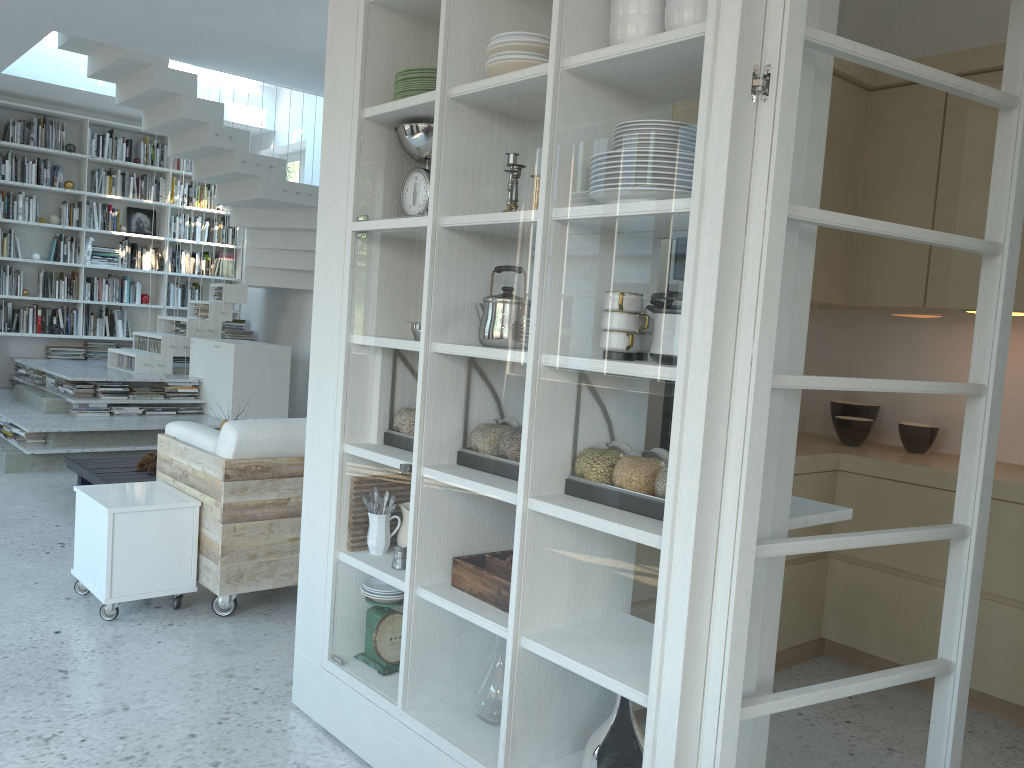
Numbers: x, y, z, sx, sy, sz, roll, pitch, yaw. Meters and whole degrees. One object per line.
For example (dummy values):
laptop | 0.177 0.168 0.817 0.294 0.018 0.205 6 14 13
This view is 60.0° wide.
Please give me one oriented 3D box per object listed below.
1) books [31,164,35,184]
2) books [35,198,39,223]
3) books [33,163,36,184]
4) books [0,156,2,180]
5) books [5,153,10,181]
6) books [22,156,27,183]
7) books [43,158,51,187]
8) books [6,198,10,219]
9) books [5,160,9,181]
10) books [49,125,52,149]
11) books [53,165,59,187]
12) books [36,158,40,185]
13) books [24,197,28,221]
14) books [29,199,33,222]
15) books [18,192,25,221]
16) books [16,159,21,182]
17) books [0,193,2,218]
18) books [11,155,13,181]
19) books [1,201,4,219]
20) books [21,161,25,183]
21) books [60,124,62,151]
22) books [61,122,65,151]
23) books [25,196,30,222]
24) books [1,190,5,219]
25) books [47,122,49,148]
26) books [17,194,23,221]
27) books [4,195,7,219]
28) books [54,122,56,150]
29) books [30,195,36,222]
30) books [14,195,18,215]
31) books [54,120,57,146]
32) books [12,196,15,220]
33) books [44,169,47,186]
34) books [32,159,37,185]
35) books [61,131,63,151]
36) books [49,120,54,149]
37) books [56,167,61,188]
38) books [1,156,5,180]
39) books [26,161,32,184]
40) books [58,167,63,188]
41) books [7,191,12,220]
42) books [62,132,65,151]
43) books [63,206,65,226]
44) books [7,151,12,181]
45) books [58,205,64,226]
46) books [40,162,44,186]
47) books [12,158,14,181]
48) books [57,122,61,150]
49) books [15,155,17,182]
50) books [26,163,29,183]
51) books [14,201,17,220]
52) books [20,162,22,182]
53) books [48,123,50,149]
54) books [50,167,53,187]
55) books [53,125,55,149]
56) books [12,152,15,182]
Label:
books | -4.802 -2.084 8.861 0.021 0.209 0.180 0 6 -41
books | -4.802 -1.743 8.945 0.034 0.254 0.160 0 6 -41
books | -4.799 -2.092 8.881 0.011 0.222 0.159 0 6 -41
books | -5.027 -2.105 8.700 0.012 0.240 0.138 0 6 -41
books | -4.973 -2.125 8.734 0.011 0.283 0.172 0 6 -41
books | -4.867 -2.125 8.837 0.013 0.284 0.154 0 6 -41
books | -4.697 -2.121 8.948 0.029 0.285 0.183 0 6 -41
books | -5.000 -1.727 8.771 0.026 0.216 0.161 0 6 -41
books | -4.979 -2.086 8.712 0.026 0.208 0.181 0 6 -41
books | -4.670 -2.472 8.946 0.024 0.252 0.149 0 6 -41
books | -4.646 -2.095 8.998 0.054 0.235 0.171 0 6 -41
books | -4.773 -2.124 8.917 0.012 0.285 0.159 0 6 -41
books | -4.874 -1.738 8.862 0.025 0.245 0.183 0 6 -41
books | -4.842 -1.732 8.898 0.021 0.232 0.182 0 6 -41
books | -4.901 -1.765 8.854 0.027 0.295 0.159 0 6 -41
books | -4.903 -2.103 8.785 0.027 0.241 0.160 0 6 -41
books | -5.044 -1.742 8.718 0.014 0.248 0.176 0 6 -41
books | -4.950 -2.117 8.745 0.010 0.269 0.165 0 6 -41
books | -5.041 -1.709 8.741 0.021 0.179 0.136 0 6 -41
books | -4.887 -2.095 8.829 0.028 0.223 0.142 0 6 -41
books | -4.597 -2.482 8.987 0.008 0.279 0.180 0 6 -41
books | -4.570 -2.496 9.015 0.006 0.306 0.163 0 6 -41
books | -4.868 -1.749 8.892 0.024 0.262 0.133 0 6 -41
books | -5.034 -1.763 8.761 0.014 0.284 0.135 0 6 -41
books | -4.692 -2.486 8.931 0.012 0.280 0.144 0 6 -41
books | -4.907 -1.747 8.818 0.030 0.263 0.182 0 6 -41
books | -5.013 -1.737 8.757 0.013 0.236 0.157 0 6 -41
books | -4.638 -2.495 8.973 0.019 0.299 0.137 0 6 -41
books | -4.816 -1.751 8.902 0.024 0.272 0.169 0 6 -41
books | -4.939 -1.747 8.823 0.011 0.257 0.131 0 6 -41
books | -4.638 -2.507 8.994 0.008 0.322 0.133 0 6 -41
books | -4.962 -1.736 8.785 0.022 0.237 0.164 0 6 -41
books | -4.730 -2.071 8.943 0.027 0.182 0.176 0 6 -41
books | -4.789 -2.113 8.888 0.012 0.265 0.156 0 6 -41
books | -4.598 -2.452 9.008 0.018 0.214 0.157 0 6 -41
books | -4.650 -2.498 8.947 0.008 0.307 0.182 0 6 -41
books | -4.635 -2.087 9.021 0.048 0.217 0.182 0 6 -41
books | -5.009 -2.106 8.708 0.026 0.243 0.148 0 6 -41
books | -4.827 -2.100 8.857 0.023 0.237 0.149 0 6 -41
books | -4.618 -2.094 9.058 0.026 0.229 0.140 0 6 -41
books | -4.970 -1.757 8.767 0.014 0.281 0.177 0 6 -41
books | -4.581 -2.448 9.012 0.014 0.209 0.188 0 6 -41
books | -4.617 -1.717 9.105 0.005 0.205 0.153 0 6 -41
books | -4.958 -2.136 8.737 0.014 0.307 0.152 0 6 -41
books | -4.627 -1.725 9.101 0.015 0.220 0.139 0 6 -41
books | -4.747 -2.099 8.919 0.030 0.238 0.185 0 6 -41
books | -4.949 -2.101 8.761 0.012 0.236 0.165 0 6 -41
books | -4.608 -2.492 8.984 0.013 0.297 0.188 0 6 -41
books | -4.932 -2.123 8.789 0.012 0.277 0.133 0 6 -41
books | -4.854 -2.091 8.851 0.025 0.216 0.144 0 6 -41
books | -4.951 -1.715 8.809 0.025 0.194 0.170 0 6 -41
books | -4.900 -2.091 8.813 0.014 0.215 0.132 0 6 -41
books | -4.682 -2.483 8.935 0.008 0.275 0.162 0 6 -41
books | -4.686 -2.086 8.981 0.030 0.213 0.156 0 6 -41
books | -4.648 -2.474 8.961 0.014 0.259 0.149 0 6 -41
books | -4.940 -2.132 8.772 0.021 0.296 0.138 0 6 -41
